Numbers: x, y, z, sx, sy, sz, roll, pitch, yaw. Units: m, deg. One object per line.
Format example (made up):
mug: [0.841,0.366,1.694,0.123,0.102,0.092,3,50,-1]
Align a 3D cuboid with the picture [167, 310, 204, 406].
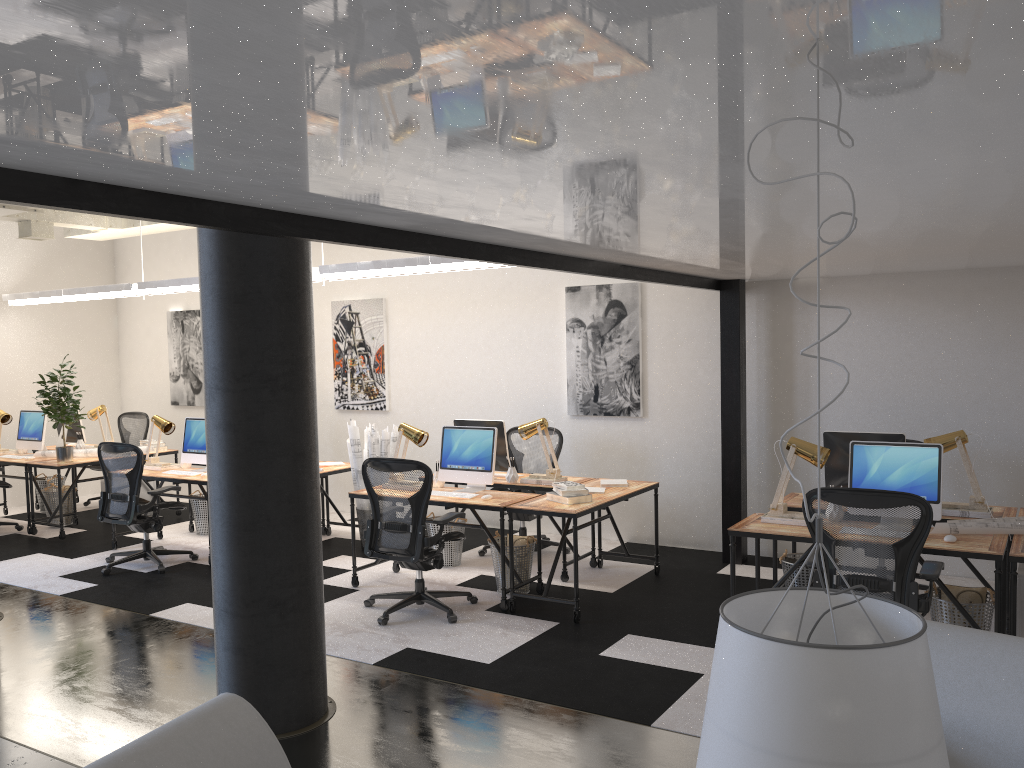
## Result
picture: [-4.007,-0.319,11.011,0.731,1.184,0.049,1,4,32]

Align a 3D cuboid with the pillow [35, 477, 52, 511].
pillow: [-5.367,1.262,10.158,0.239,0.407,0.119,1,4,32]

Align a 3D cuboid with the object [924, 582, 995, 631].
object: [2.467,1.316,4.880,0.358,0.435,0.353,0,3,28]

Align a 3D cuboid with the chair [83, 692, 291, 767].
chair: [-0.630,1.337,2.067,1.025,0.785,1.006,0,3,23]

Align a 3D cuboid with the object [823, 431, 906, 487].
object: [2.205,0.541,5.560,0.483,0.486,0.189,0,4,32]

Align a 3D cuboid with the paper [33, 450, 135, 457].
paper: [-4.447,0.718,9.201,1.134,0.082,0.083,-1,3,6]

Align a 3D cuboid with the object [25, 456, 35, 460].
object: [-4.953,0.760,9.113,0.059,0.029,0.106,0,3,33]

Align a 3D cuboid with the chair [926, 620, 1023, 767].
chair: [1.344,1.262,2.761,1.007,0.785,1.025,1,4,43]

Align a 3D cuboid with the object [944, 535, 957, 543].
object: [2.291,0.806,4.633,0.059,0.029,0.106,0,3,33]

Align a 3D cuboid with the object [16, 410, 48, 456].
object: [-5.094,0.521,9.454,0.483,0.486,0.189,0,4,32]

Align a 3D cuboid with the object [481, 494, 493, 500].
object: [-0.173,0.794,6.234,0.059,0.029,0.106,0,3,33]

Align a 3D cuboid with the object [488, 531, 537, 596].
object: [0.003,1.304,6.480,0.358,0.435,0.353,0,3,28]

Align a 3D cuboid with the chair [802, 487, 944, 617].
chair: [1.789,1.025,4.473,0.770,1.086,0.791,0,3,16]

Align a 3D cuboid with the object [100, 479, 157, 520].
object: [-4.159,1.236,9.659,0.221,0.455,0.543,1,3,32]

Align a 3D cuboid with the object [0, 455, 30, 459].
object: [-5.228,0.765,9.292,0.439,0.018,0.118,0,3,32]

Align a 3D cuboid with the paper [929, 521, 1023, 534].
paper: [2.797,0.764,4.722,1.134,0.082,0.083,-1,3,6]

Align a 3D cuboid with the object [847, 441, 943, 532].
object: [2.150,0.568,4.974,0.483,0.486,0.189,0,4,32]

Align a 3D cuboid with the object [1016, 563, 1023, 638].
object: [3.085,1.282,5.180,0.221,0.455,0.543,1,3,32]

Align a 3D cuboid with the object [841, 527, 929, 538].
object: [2.016,0.811,4.813,0.439,0.018,0.118,0,3,32]

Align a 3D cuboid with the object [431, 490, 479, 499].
object: [-0.448,0.799,6.413,0.439,0.018,0.118,0,3,32]

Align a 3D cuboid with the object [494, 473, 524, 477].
object: [-0.115,0.752,7.349,0.439,0.018,0.118,0,3,32]

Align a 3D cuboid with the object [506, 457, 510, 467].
object: [-0.016,0.671,6.941,0.054,0.207,0.008,0,3,15]

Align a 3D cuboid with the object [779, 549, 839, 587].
object: [1.923,1.292,5.742,0.358,0.435,0.353,0,3,28]

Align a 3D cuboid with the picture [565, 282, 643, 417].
picture: [0.825,-0.303,8.018,0.731,1.184,0.049,1,4,32]

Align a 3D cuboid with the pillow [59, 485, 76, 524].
pillow: [-4.731,1.279,9.424,0.239,0.407,0.119,1,4,32]

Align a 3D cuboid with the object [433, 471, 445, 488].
object: [-0.566,0.731,6.814,0.101,0.127,0.101,-2,3,-13]

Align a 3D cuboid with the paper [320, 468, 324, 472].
paper: [-2.028,0.763,7.775,0.568,0.061,0.625,0,3,29]

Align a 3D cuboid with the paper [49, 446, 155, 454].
paper: [-4.358,0.710,9.343,1.134,0.082,0.083,-1,3,-3]

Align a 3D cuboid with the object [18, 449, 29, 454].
object: [-5.346,0.697,9.693,0.101,0.127,0.101,-2,3,-13]

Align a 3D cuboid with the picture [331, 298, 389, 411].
picture: [-1.639,-0.311,9.545,0.731,1.184,0.049,1,4,32]

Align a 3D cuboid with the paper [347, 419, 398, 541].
paper: [-1.249,0.888,7.936,0.440,1.199,0.412,-1,3,10]

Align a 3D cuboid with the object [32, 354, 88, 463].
object: [-4.483,0.240,8.790,0.514,1.078,0.438,0,3,22]

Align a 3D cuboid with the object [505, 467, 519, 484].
object: [0.001,0.713,6.942,0.101,0.127,0.101,-2,3,-13]

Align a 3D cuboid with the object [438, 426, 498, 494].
object: [-0.315,0.556,6.575,0.483,0.486,0.189,0,4,32]

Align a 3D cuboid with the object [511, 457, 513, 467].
object: [0.003,0.672,6.925,0.008,0.207,0.054,0,3,19]

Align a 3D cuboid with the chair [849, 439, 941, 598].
chair: [2.586,0.937,6.111,0.770,1.086,0.791,0,3,16]

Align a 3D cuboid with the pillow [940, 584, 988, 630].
pillow: [2.513,1.325,4.945,0.239,0.407,0.119,1,4,32]

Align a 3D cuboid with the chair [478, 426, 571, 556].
chair: [0.122,0.925,7.711,0.770,1.086,0.791,0,3,16]

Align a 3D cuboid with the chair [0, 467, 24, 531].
chair: [-5.456,0.979,8.953,0.770,1.086,0.791,0,3,16]

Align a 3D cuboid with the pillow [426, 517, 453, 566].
pillow: [-0.587,1.297,7.279,0.239,0.407,0.119,1,4,32]

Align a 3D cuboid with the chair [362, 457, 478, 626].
chair: [-0.676,1.013,6.074,0.770,1.086,0.791,0,3,16]

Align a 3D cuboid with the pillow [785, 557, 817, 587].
pillow: [1.877,1.309,5.678,0.239,0.407,0.119,1,4,32]

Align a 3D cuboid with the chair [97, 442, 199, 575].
chair: [-3.162,1.007,7.562,0.770,1.086,0.791,0,3,16]

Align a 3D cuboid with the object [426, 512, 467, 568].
object: [-0.542,1.280,7.343,0.358,0.435,0.353,0,3,28]

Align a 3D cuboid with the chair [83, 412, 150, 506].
chair: [-4.658,0.891,10.590,0.770,1.086,0.791,0,3,16]

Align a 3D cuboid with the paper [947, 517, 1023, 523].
paper: [2.886,0.756,4.863,1.134,0.082,0.083,-1,3,-3]

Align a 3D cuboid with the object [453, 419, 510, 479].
object: [-0.259,0.530,7.161,0.483,0.486,0.189,0,4,32]

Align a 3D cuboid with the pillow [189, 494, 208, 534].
pillow: [-3.073,1.291,8.767,0.239,0.407,0.119,1,4,32]

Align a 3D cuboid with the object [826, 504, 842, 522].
object: [1.898,0.743,5.214,0.101,0.127,0.101,-2,3,-13]

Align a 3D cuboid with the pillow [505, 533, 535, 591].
pillow: [0.048,1.314,6.545,0.239,0.407,0.119,1,4,32]
